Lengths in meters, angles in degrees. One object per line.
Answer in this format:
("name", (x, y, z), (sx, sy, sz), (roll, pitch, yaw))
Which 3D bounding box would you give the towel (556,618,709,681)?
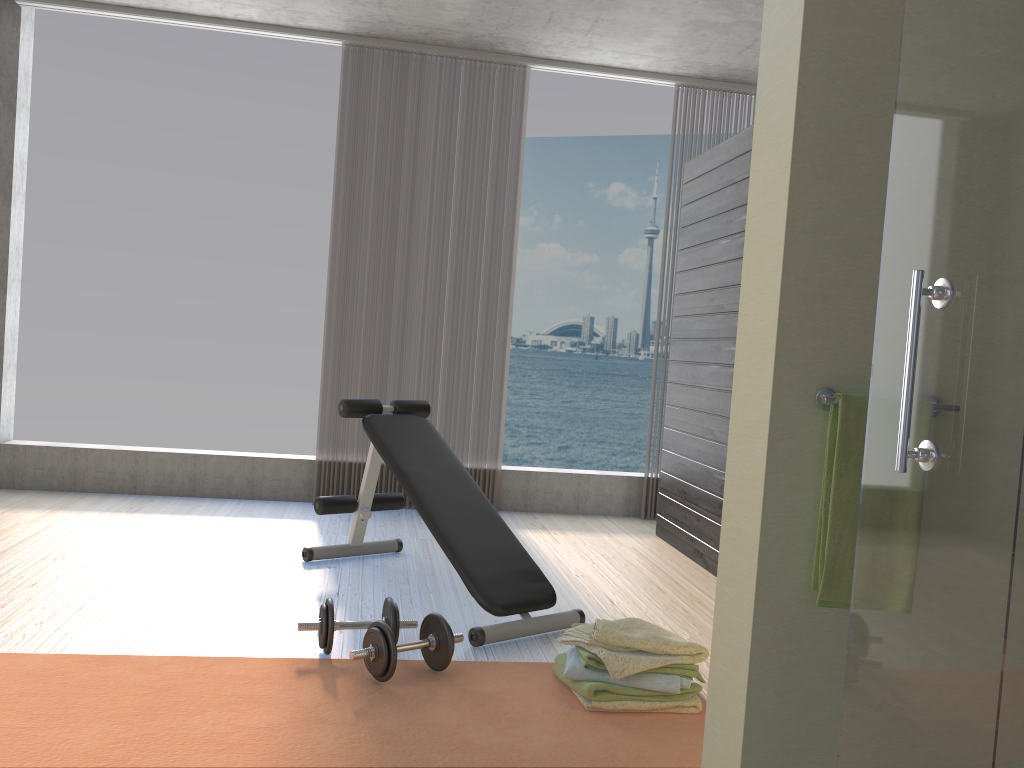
("towel", (0.365, 0.769, 2.697), (0.384, 0.123, 0.373), (3, 2, -25))

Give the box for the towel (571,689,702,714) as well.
("towel", (0.359, 0.909, 2.685), (0.376, 0.044, 0.371), (4, 2, -10))

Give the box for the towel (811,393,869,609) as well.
("towel", (0.729, 0.240, 1.782), (0.214, 0.433, 0.070), (4, 2, -14))

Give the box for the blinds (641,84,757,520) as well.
("blinds", (1.467, -0.475, 5.665), (1.133, 2.744, 0.069), (4, 2, -9))

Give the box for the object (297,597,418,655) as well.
("object", (-0.495, 0.779, 2.862), (0.385, 0.176, 0.176), (3, 2, -17))

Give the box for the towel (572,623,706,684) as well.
("towel", (0.380, 0.824, 2.720), (0.376, 0.085, 0.371), (4, 2, -4))

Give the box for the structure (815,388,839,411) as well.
("structure", (0.762, 0.040, 1.798), (0.298, 0.046, 0.052), (4, 2, -9))

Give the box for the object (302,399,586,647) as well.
("object", (-0.309, 0.473, 3.602), (0.505, 0.746, 1.312), (2, 3, -40))

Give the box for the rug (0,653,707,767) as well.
("rug", (-0.782, 0.860, 2.379), (2.779, 0.002, 0.716), (4, 2, -9))

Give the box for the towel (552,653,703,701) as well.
("towel", (0.340, 0.884, 2.688), (0.380, 0.081, 0.367), (4, 2, -11))

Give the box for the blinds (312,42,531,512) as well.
("blinds", (-0.538, -0.609, 5.350), (1.133, 2.744, 0.069), (4, 2, -9))

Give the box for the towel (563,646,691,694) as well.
("towel", (0.355, 0.859, 2.708), (0.383, 0.078, 0.383), (4, 2, 8))

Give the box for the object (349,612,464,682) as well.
("object", (-0.310, 0.790, 2.669), (0.385, 0.176, 0.176), (3, 3, -37))
